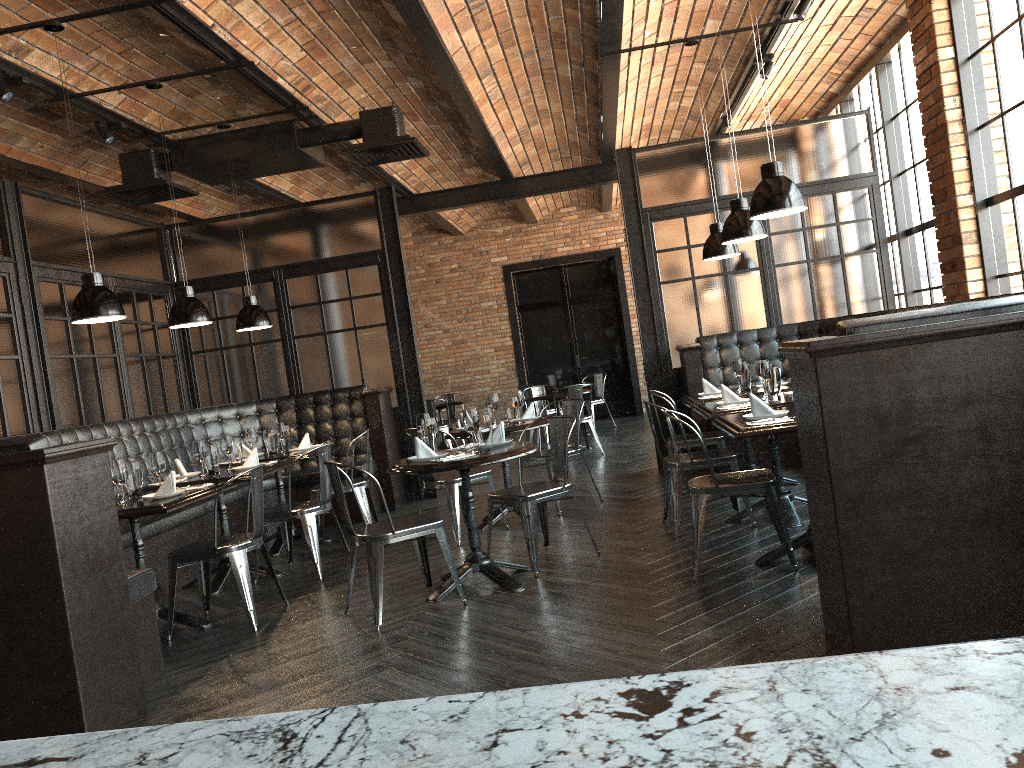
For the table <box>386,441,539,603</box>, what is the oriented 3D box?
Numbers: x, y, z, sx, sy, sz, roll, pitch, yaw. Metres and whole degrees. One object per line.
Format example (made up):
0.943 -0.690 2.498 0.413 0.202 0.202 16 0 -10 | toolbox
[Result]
-0.229 0.764 5.024 0.866 0.758 0.866 -9 2 -30 | table

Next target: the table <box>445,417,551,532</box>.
-0.041 0.689 6.848 0.866 0.758 0.866 -9 2 -30 | table

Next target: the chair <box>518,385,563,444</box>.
0.437 0.413 12.832 0.558 0.857 0.504 -10 2 -44 | chair

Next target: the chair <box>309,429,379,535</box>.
-1.357 0.820 7.086 0.558 0.857 0.504 -8 1 -4 | chair

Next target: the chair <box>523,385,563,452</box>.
0.439 0.447 11.523 0.504 0.857 0.558 -8 2 -9 | chair

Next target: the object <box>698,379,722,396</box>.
1.527 0.019 6.761 0.232 0.139 0.232 -8 1 3 | object

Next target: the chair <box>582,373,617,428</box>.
1.203 0.284 13.564 0.558 0.857 0.504 -10 2 -44 | chair

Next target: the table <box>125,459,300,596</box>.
-1.973 0.985 6.091 0.872 0.758 0.872 -8 1 6 | table

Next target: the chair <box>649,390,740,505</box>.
1.389 0.435 6.804 0.558 0.857 0.504 -8 2 11 | chair

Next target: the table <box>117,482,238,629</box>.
-2.086 1.030 4.994 0.872 0.758 0.872 -8 1 6 | table

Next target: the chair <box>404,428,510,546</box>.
-0.437 0.703 6.526 0.558 0.857 0.504 -10 2 -44 | chair

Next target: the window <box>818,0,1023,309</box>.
3.465 -1.320 6.662 0.168 3.253 16.179 -8 1 6 | window

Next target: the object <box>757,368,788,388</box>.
1.964 -0.042 6.707 0.232 0.139 0.232 -8 1 0 | object

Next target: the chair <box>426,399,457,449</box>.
-1.087 0.633 12.744 0.504 0.857 0.558 -8 1 6 | chair

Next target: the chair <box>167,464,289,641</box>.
-1.622 0.914 4.973 0.558 0.857 0.504 -8 1 6 | chair

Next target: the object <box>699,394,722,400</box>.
1.498 0.086 6.508 0.255 0.019 0.157 -8 1 7 | object

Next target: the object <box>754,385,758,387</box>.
1.994 0.003 6.931 0.255 0.019 0.157 -8 1 7 | object

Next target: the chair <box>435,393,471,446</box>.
-0.968 0.588 13.804 0.504 0.857 0.558 -8 1 6 | chair

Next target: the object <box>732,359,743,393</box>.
1.702 -0.062 6.638 0.092 0.244 0.092 -10 2 -45 | object

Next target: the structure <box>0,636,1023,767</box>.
-1.275 0.704 0.085 5.346 1.430 1.930 -8 1 6 | structure

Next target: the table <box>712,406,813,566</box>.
1.572 0.517 4.582 0.872 0.758 0.872 -8 1 6 | table

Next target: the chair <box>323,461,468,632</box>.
-0.645 0.781 4.701 0.558 0.857 0.504 -9 2 -29 | chair

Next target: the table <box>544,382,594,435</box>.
0.835 0.397 13.207 0.866 0.758 0.866 -9 2 -35 | table

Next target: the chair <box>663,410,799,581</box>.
1.132 0.528 4.659 0.558 0.857 0.504 -8 2 11 | chair

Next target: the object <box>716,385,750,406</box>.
1.415 0.064 5.676 0.232 0.139 0.232 -8 1 3 | object

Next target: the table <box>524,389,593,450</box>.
0.604 0.488 10.985 0.866 0.758 0.866 -8 1 -5 | table

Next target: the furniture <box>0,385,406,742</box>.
-2.345 0.809 6.109 1.979 1.212 5.451 -8 1 6 | furniture

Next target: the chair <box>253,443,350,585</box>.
-1.453 0.862 6.041 0.558 0.857 0.504 -8 2 16 | chair

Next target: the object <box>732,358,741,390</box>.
1.761 -0.077 6.894 0.092 0.244 0.092 -10 2 -45 | object

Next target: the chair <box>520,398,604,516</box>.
0.343 0.575 7.165 0.558 0.857 0.504 -10 2 -44 | chair

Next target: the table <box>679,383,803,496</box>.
1.796 0.428 6.762 0.872 0.758 0.872 -8 1 6 | table

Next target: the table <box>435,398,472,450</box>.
-1.036 0.663 13.254 0.872 0.758 0.872 -8 1 6 | table

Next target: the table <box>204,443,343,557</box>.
-1.861 0.941 7.175 0.872 0.758 0.872 -8 1 6 | table

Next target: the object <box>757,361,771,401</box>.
1.590 -0.017 5.553 0.092 0.244 0.092 -9 2 -33 | object

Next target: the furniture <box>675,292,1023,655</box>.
2.315 0.155 5.599 1.979 1.212 5.451 -8 1 6 | furniture

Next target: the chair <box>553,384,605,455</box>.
0.722 0.434 10.473 0.504 0.857 0.558 -9 2 -14 | chair

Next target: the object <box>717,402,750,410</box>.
1.386 0.130 5.423 0.255 0.019 0.157 -8 1 7 | object

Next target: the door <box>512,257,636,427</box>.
1.073 -0.708 15.422 1.826 2.761 0.108 -8 1 6 | door

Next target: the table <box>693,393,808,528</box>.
1.685 0.472 5.678 0.872 0.758 0.872 -8 1 6 | table

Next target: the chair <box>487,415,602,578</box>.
0.141 0.652 5.343 0.558 0.857 0.504 -9 2 -39 | chair

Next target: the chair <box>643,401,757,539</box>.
1.182 0.493 5.702 0.558 0.857 0.504 -8 1 1 | chair
